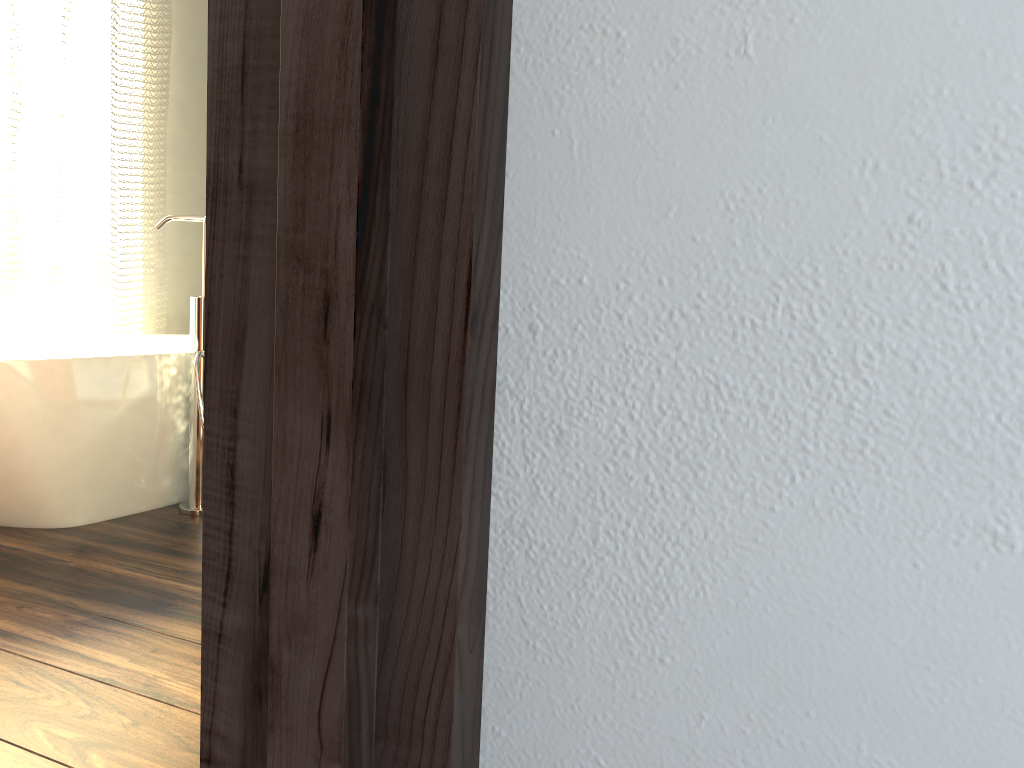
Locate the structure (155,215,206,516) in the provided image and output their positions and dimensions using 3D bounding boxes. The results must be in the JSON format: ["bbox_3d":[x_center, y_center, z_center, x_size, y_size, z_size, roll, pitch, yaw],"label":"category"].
[{"bbox_3d":[-0.932,-0.054,2.650,0.240,0.897,0.281,0,6,-25],"label":"structure"}]

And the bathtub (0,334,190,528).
[{"bbox_3d":[-1.330,0.109,2.957,0.779,0.485,1.589,5,6,24],"label":"bathtub"}]

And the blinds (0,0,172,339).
[{"bbox_3d":[-1.909,-0.856,2.868,0.185,2.337,2.084,5,6,24],"label":"blinds"}]
